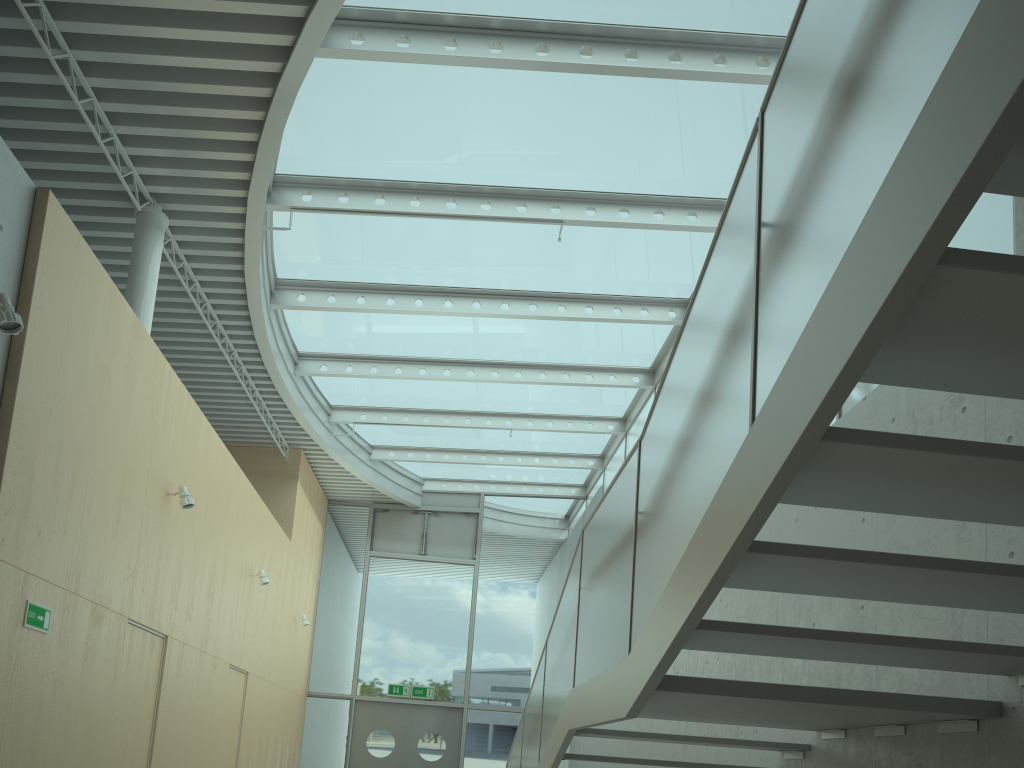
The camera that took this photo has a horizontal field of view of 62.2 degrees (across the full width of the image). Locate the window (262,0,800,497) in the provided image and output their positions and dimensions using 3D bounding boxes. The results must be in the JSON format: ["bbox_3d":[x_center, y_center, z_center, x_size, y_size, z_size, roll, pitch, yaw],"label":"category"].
[{"bbox_3d":[-0.482,2.188,9.793,4.792,5.906,16.969,5,-22,-3],"label":"window"}]

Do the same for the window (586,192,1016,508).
[{"bbox_3d":[1.789,0.949,10.184,0.030,2.588,16.782,5,-24,-3],"label":"window"}]

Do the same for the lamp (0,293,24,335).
[{"bbox_3d":[-2.454,-0.352,4.054,0.236,0.186,0.147,12,-17,-22],"label":"lamp"}]

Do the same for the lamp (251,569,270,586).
[{"bbox_3d":[-2.970,2.277,10.023,0.236,0.186,0.147,12,-17,-22],"label":"lamp"}]

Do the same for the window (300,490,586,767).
[{"bbox_3d":[-1.172,4.819,15.272,4.868,5.980,0.115,5,-9,-4],"label":"window"}]

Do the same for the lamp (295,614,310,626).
[{"bbox_3d":[-3.239,3.645,13.128,0.236,0.186,0.147,12,-17,-22],"label":"lamp"}]

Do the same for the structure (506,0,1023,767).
[{"bbox_3d":[1.293,1.156,3.901,1.889,3.967,13.522,5,-23,-3],"label":"structure"}]

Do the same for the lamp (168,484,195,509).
[{"bbox_3d":[-2.703,0.918,6.938,0.236,0.186,0.147,12,-17,-22],"label":"lamp"}]

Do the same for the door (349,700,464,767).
[{"bbox_3d":[-1.888,6.662,14.923,1.926,2.005,0.183,5,-9,-4],"label":"door"}]
